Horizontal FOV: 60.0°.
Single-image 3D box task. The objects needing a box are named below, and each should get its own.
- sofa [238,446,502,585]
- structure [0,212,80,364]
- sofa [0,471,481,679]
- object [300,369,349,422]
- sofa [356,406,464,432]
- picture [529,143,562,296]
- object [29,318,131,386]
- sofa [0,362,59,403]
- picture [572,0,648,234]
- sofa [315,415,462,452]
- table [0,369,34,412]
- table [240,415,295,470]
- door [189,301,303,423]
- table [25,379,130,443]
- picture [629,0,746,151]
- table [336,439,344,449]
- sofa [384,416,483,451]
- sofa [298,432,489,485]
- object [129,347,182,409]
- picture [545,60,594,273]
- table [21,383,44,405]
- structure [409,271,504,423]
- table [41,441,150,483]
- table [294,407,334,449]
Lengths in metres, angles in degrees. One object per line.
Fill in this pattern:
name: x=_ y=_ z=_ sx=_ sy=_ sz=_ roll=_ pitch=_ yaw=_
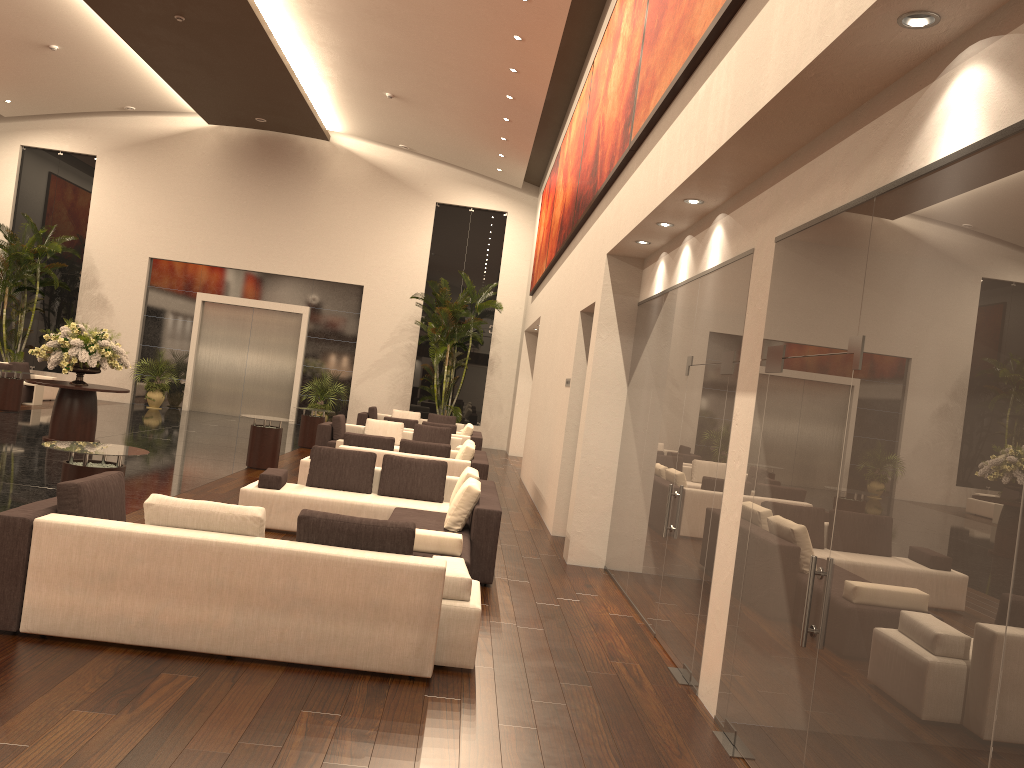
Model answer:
sofa: x=-1.420 y=1.182 z=8.295 sx=2.586 sy=0.862 sz=3.366 roll=7 pitch=0 yaw=-3
structure: x=-12.726 y=-2.084 z=23.039 sx=2.436 sy=4.611 sz=2.531 roll=7 pitch=0 yaw=-31
sofa: x=-1.600 y=1.147 z=5.673 sx=2.846 sy=0.862 sz=1.291 roll=7 pitch=0 yaw=-3
object: x=-5.117 y=0.370 z=23.771 sx=1.297 sy=1.682 sz=1.373 roll=7 pitch=0 yaw=35
sofa: x=-2.378 y=1.124 z=21.906 sx=2.846 sy=0.862 sz=1.291 roll=7 pitch=0 yaw=-3
picture: x=0.725 y=-3.401 z=19.399 sx=0.070 sy=2.526 sz=4.515 roll=7 pitch=0 yaw=-3
object: x=-6.816 y=-0.529 z=14.147 sx=1.402 sy=1.097 sz=1.453 roll=7 pitch=0 yaw=43
sofa: x=-11.591 y=-0.061 z=20.863 sx=1.291 sy=0.862 sz=2.846 roll=7 pitch=0 yaw=-3
picture: x=1.157 y=-3.388 z=10.370 sx=0.070 sy=2.526 sz=4.515 roll=7 pitch=0 yaw=-3
sofa: x=-2.106 y=1.132 z=16.240 sx=2.846 sy=0.862 sz=1.291 roll=7 pitch=0 yaw=-3
table: x=-10.166 y=0.140 z=17.915 sx=0.833 sy=0.795 sz=0.844 roll=8 pitch=0 yaw=-42
table: x=-3.871 y=0.927 z=13.891 sx=0.833 sy=0.795 sz=0.844 roll=8 pitch=0 yaw=-42
door: x=-7.333 y=-0.602 z=24.536 sx=2.767 sy=3.048 sz=0.040 roll=7 pitch=0 yaw=-3
table: x=-6.971 y=0.468 z=14.143 sx=1.498 sy=0.921 sz=1.498 roll=7 pitch=0 yaw=-12
picture: x=1.421 y=-3.380 z=4.864 sx=0.070 sy=2.526 sz=6.485 roll=7 pitch=0 yaw=-3
table: x=-2.877 y=1.233 z=15.544 sx=0.400 sy=0.460 sz=0.400 roll=7 pitch=0 yaw=-3
sofa: x=-1.965 y=1.164 z=19.305 sx=2.586 sy=0.862 sz=3.366 roll=7 pitch=0 yaw=-3
sofa: x=-1.694 y=1.172 z=13.638 sx=2.586 sy=0.862 sz=3.366 roll=7 pitch=0 yaw=-3
object: x=-9.412 y=-0.181 z=23.617 sx=1.297 sy=1.682 sz=1.373 roll=7 pitch=0 yaw=30
picture: x=0.941 y=-3.395 z=14.883 sx=0.070 sy=2.526 sz=4.515 roll=7 pitch=0 yaw=-3
table: x=-10.927 y=0.224 z=20.111 sx=0.400 sy=0.460 sz=0.400 roll=7 pitch=0 yaw=-3
structure: x=-1.595 y=-0.657 z=23.432 sx=2.436 sy=4.611 sz=2.531 roll=7 pitch=0 yaw=-31
table: x=-3.565 y=0.936 z=7.506 sx=0.833 sy=0.795 sz=0.844 roll=7 pitch=0 yaw=36
table: x=-4.106 y=0.917 z=18.207 sx=0.833 sy=0.795 sz=0.844 roll=8 pitch=0 yaw=-42
